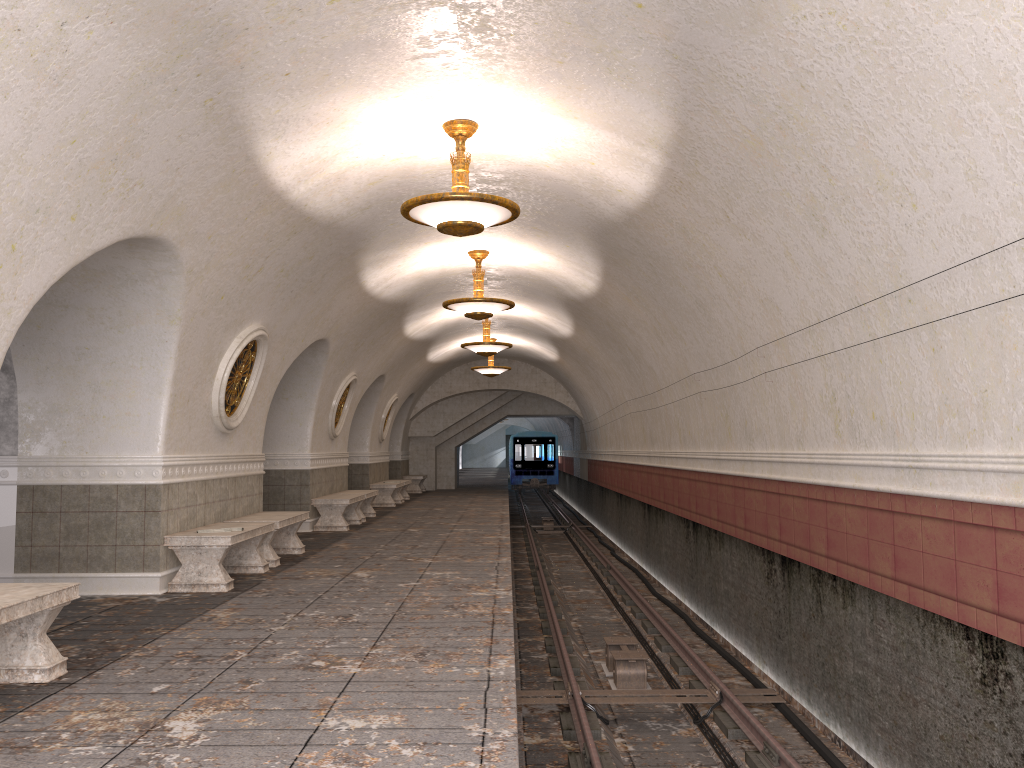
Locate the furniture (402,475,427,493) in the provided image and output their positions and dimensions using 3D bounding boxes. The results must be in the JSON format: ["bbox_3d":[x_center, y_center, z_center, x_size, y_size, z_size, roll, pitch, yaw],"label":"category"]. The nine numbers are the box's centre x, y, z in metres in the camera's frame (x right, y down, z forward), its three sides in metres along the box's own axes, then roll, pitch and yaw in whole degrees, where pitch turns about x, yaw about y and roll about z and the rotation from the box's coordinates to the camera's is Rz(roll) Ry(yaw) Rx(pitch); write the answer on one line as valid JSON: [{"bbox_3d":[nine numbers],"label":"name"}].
[{"bbox_3d":[-2.939,3.032,26.934,0.613,0.508,1.509,0,-4,0],"label":"furniture"}]

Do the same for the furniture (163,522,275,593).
[{"bbox_3d":[-2.832,1.674,8.699,0.613,0.508,1.509,0,-4,0],"label":"furniture"}]

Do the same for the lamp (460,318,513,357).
[{"bbox_3d":[-0.491,-0.995,17.125,1.008,0.955,1.008,-2,-4,16],"label":"lamp"}]

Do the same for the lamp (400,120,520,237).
[{"bbox_3d":[-0.435,-1.712,7.494,1.008,0.955,1.008,1,-4,-16],"label":"lamp"}]

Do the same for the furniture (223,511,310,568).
[{"bbox_3d":[-2.842,1.799,10.375,0.613,0.508,1.509,0,-4,0],"label":"furniture"}]

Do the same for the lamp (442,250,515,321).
[{"bbox_3d":[-0.463,-1.354,12.310,1.008,0.955,1.008,-2,-4,16],"label":"lamp"}]

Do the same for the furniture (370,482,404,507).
[{"bbox_3d":[-2.902,2.564,20.649,0.613,0.508,1.509,0,-4,0],"label":"furniture"}]

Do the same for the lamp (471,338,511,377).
[{"bbox_3d":[-0.520,-0.636,21.941,1.008,0.955,1.008,4,-6,-44],"label":"lamp"}]

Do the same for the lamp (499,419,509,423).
[{"bbox_3d":[-0.734,2.095,58.587,1.008,0.955,1.008,1,-4,-14],"label":"lamp"}]

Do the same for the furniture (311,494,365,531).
[{"bbox_3d":[-2.867,2.121,14.703,0.613,0.508,1.509,0,-4,0],"label":"furniture"}]

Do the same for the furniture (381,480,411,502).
[{"bbox_3d":[-2.912,2.689,22.325,0.613,0.508,1.509,0,-4,0],"label":"furniture"}]

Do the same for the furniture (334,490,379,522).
[{"bbox_3d":[-2.877,2.246,16.380,0.613,0.508,1.509,0,-4,0],"label":"furniture"}]

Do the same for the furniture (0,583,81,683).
[{"bbox_3d":[-2.806,1.352,4.383,0.613,0.508,1.509,0,-4,0],"label":"furniture"}]
